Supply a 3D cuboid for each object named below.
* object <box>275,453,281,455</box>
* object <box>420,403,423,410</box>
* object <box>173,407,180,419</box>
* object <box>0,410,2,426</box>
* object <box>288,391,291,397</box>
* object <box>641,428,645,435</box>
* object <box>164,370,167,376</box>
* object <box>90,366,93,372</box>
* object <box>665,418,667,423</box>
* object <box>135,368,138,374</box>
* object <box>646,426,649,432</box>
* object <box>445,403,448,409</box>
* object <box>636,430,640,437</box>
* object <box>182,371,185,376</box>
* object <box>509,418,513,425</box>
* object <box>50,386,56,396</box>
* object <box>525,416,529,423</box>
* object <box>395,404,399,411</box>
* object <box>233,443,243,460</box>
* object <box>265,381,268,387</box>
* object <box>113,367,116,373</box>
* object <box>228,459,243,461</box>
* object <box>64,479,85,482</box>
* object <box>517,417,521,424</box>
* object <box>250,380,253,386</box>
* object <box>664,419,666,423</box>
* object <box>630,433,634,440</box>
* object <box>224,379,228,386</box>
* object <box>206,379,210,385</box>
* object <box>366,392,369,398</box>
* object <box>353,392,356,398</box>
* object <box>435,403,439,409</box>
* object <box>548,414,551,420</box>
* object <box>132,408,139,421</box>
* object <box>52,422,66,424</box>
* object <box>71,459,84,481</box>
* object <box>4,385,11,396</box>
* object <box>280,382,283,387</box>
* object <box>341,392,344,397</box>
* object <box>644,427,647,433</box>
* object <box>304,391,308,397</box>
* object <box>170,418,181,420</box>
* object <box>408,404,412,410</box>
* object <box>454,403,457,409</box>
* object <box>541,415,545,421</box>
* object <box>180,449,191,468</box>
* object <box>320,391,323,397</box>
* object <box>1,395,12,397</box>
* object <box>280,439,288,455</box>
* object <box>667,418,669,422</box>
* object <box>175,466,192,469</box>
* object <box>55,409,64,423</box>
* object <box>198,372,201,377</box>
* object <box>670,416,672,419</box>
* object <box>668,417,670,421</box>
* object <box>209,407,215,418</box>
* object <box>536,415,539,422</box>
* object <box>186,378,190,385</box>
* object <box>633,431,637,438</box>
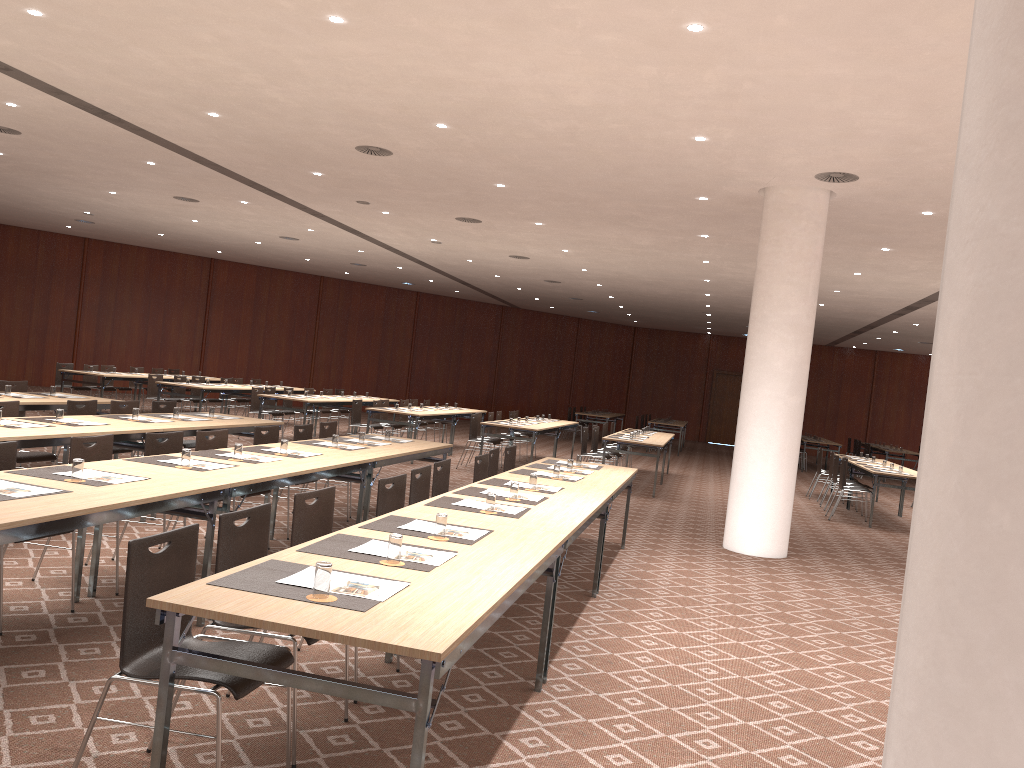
[{"bbox_3d":[-1.785,0.544,6.858,0.102,0.001,0.102,6,0,1],"label":"object"},{"bbox_3d":[-1.669,0.417,16.343,0.054,0.114,0.054,6,1,1],"label":"object"},{"bbox_3d":[-3.361,0.291,8.876,0.054,0.114,0.054,6,1,-44],"label":"object"},{"bbox_3d":[-3.868,0.253,6.664,0.054,0.114,0.054,6,1,-44],"label":"object"},{"bbox_3d":[-3.891,0.173,15.508,0.054,0.114,0.054,6,1,1],"label":"object"},{"bbox_3d":[2.424,0.878,16.409,0.054,0.114,0.054,6,1,-44],"label":"object"},{"bbox_3d":[-7.276,-0.236,18.609,0.054,0.114,0.054,6,1,-21],"label":"object"},{"bbox_3d":[-7.773,-0.273,16.389,0.054,0.114,0.054,6,1,1],"label":"object"},{"bbox_3d":[4.313,1.018,24.797,0.054,0.114,0.054,6,1,-44],"label":"object"},{"bbox_3d":[-7.484,-0.251,17.662,0.054,0.114,0.054,6,1,1],"label":"object"},{"bbox_3d":[2.703,0.899,17.671,0.054,0.114,0.054,6,1,-44],"label":"object"},{"bbox_3d":[-1.320,0.442,17.919,0.054,0.114,0.054,6,1,-21],"label":"object"},{"bbox_3d":[2.204,0.862,15.470,0.054,0.114,0.054,6,1,-21],"label":"object"},{"bbox_3d":[-7.131,-0.225,19.248,0.054,0.114,0.054,6,1,-21],"label":"object"},{"bbox_3d":[-0.016,0.618,14.632,0.054,0.114,0.054,6,1,1],"label":"object"},{"bbox_3d":[-5.155,0.079,9.960,0.054,0.114,0.054,6,1,-21],"label":"object"},{"bbox_3d":[0.266,0.639,15.897,0.054,0.114,0.054,6,1,1],"label":"object"},{"bbox_3d":[-1.952,0.396,15.074,0.054,0.114,0.054,6,1,1],"label":"object"},{"bbox_3d":[-1.923,0.477,6.227,0.054,0.114,0.054,6,1,-44],"label":"object"},{"bbox_3d":[-5.200,-0.003,18.797,0.054,0.114,0.054,6,1,-21],"label":"object"},{"bbox_3d":[-7.636,-0.263,17.035,0.054,0.114,0.054,6,1,1],"label":"object"},{"bbox_3d":[-1.938,0.533,6.220,0.102,0.001,0.102,6,0,1],"label":"object"},{"bbox_3d":[-2.291,0.507,4.648,0.102,0.001,0.102,6,0,1],"label":"object"},{"bbox_3d":[0.119,0.628,15.263,0.054,0.114,0.054,6,1,1],"label":"object"},{"bbox_3d":[-5.339,-0.014,18.159,0.054,0.114,0.054,6,1,-21],"label":"object"},{"bbox_3d":[4.164,1.007,24.164,0.054,0.114,0.054,6,1,-44],"label":"object"},{"bbox_3d":[1.913,0.840,14.186,0.054,0.114,0.054,6,1,-21],"label":"object"},{"bbox_3d":[-5.550,-0.029,17.219,0.054,0.114,0.054,6,1,1],"label":"object"},{"bbox_3d":[-5.694,-0.040,16.596,0.054,0.114,0.054,6,1,1],"label":"object"},{"bbox_3d":[-3.104,0.232,18.984,0.054,0.114,0.054,6,1,-21],"label":"object"},{"bbox_3d":[-3.253,0.220,18.351,0.054,0.114,0.054,6,1,-21],"label":"object"},{"bbox_3d":[-1.463,0.432,17.285,0.054,0.114,0.054,6,1,-21],"label":"object"},{"bbox_3d":[0.765,0.676,18.119,0.054,0.114,0.054,6,1,-21],"label":"object"},{"bbox_3d":[-3.502,0.281,8.248,0.054,0.114,0.054,6,1,-44],"label":"object"},{"bbox_3d":[-3.724,0.322,7.296,0.102,0.001,0.102,6,0,1],"label":"object"},{"bbox_3d":[-2.277,0.450,4.649,0.054,0.114,0.054,6,1,-44],"label":"object"},{"bbox_3d":[-5.300,0.068,9.324,0.054,0.114,0.054,6,1,-44],"label":"object"},{"bbox_3d":[-5.053,0.008,19.430,0.054,0.114,0.054,6,1,-21],"label":"object"},{"bbox_3d":[-3.391,0.210,17.726,0.054,0.114,0.054,6,1,-21],"label":"object"},{"bbox_3d":[2.557,0.888,17.040,0.054,0.114,0.054,6,1,-44],"label":"object"},{"bbox_3d":[-3.748,0.184,16.142,0.054,0.114,0.054,6,1,1],"label":"object"},{"bbox_3d":[-3.360,0.349,8.866,0.102,0.001,0.102,6,0,1],"label":"object"},{"bbox_3d":[-1.809,0.407,15.698,0.054,0.114,0.054,6,1,1],"label":"object"},{"bbox_3d":[-1.175,0.453,18.549,0.054,0.114,0.054,6,1,-21],"label":"object"},{"bbox_3d":[0.611,0.664,17.476,0.054,0.114,0.054,6,1,-21],"label":"object"},{"bbox_3d":[-2.056,0.467,5.591,0.054,0.114,0.054,6,1,-44],"label":"object"},{"bbox_3d":[-3.607,0.194,16.777,0.054,0.114,0.054,6,1,1],"label":"object"},{"bbox_3d":[-5.302,0.126,9.308,0.102,0.001,0.102,6,0,1],"label":"object"},{"bbox_3d":[-1.766,0.489,6.869,0.054,0.114,0.054,6,1,-44],"label":"object"},{"bbox_3d":[4.455,1.029,25.427,0.054,0.114,0.054,6,1,-44],"label":"object"},{"bbox_3d":[-2.067,0.524,5.581,0.102,0.001,0.102,6,0,1],"label":"object"},{"bbox_3d":[-3.725,0.264,7.302,0.054,0.114,0.054,6,1,-44],"label":"object"},{"bbox_3d":[-6.993,-0.215,19.877,0.054,0.114,0.054,6,1,-21],"label":"object"},{"bbox_3d":[4.947,1.065,27.643,0.054,0.114,0.054,6,1,-21],"label":"object"},{"bbox_3d":[4.677,1.045,26.380,0.054,0.114,0.054,6,1,-21],"label":"object"},{"bbox_3d":[-3.223,0.301,9.520,0.054,0.114,0.054,6,1,-21],"label":"object"},{"bbox_3d":[0.488,0.656,16.846,0.054,0.114,0.054,6,1,-21],"label":"object"},{"bbox_3d":[-5.828,-0.049,15.945,0.054,0.114,0.054,6,1,1],"label":"object"},{"bbox_3d":[2.052,0.850,14.829,0.054,0.114,0.054,6,1,-21],"label":"object"}]
